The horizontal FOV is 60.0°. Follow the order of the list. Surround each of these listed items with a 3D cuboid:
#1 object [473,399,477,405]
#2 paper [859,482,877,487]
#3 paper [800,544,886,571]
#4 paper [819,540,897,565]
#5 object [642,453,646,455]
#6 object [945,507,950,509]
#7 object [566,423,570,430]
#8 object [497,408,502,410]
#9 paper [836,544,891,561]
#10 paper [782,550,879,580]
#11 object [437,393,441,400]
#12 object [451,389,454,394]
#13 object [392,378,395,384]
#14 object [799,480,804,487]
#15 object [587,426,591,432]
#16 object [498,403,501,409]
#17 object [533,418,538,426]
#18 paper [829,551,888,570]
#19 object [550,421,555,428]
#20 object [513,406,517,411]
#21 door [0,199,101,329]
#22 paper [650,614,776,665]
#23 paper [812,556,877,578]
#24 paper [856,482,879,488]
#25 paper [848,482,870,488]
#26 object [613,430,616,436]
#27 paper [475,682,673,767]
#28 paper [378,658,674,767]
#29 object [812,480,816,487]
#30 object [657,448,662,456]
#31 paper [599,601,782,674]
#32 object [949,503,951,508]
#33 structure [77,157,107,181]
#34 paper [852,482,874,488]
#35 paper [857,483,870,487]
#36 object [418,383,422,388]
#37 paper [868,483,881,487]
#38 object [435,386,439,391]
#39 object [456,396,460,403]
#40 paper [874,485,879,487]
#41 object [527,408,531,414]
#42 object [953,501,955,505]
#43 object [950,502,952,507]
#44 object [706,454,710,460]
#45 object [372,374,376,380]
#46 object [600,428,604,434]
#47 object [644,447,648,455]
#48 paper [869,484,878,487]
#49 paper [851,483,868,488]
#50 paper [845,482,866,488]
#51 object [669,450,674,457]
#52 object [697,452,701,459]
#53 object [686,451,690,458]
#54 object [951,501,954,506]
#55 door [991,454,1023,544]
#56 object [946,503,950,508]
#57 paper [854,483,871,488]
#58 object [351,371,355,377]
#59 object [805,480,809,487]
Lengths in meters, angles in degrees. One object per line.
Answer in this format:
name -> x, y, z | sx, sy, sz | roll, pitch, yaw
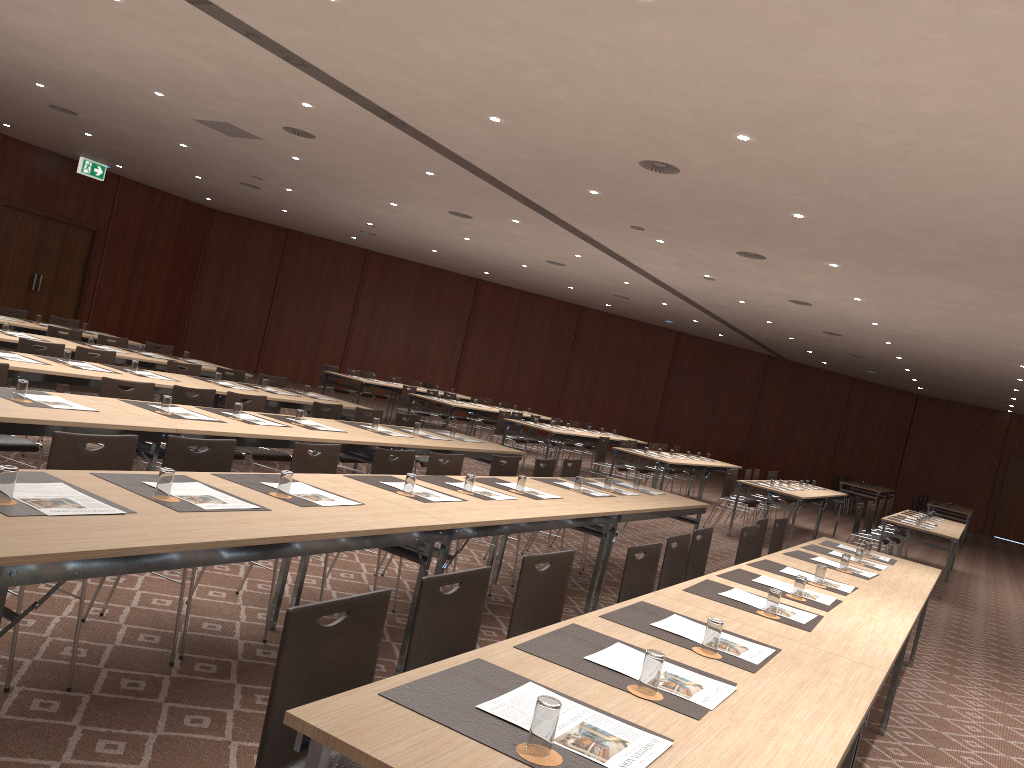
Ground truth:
object -> -0.700, 0.350, 16.985 | 0.054, 0.114, 0.054 | 14, 1, 17
paper -> 9.955, 2.804, 24.715 | 0.565, 0.003, 0.460 | 14, 1, 27
paper -> 2.495, 1.297, 6.649 | 0.565, 0.003, 0.461 | 14, 1, 30
paper -> 2.805, 1.363, 7.181 | 0.565, 0.003, 0.460 | 14, 1, 28
object -> 2.080, 1.101, 13.936 | 0.102, 0.001, 0.102 | 13, 1, 17
object -> 10.301, 2.933, 20.968 | 0.102, 0.001, 0.101 | 13, 1, -28
object -> 1.009, 0.763, 16.023 | 0.054, 0.114, 0.054 | 14, 1, 17
object -> -0.251, 0.502, 17.829 | 0.102, 0.001, 0.102 | 13, 1, 17
paper -> 2.864, 1.372, 7.221 | 0.397, 0.006, 0.284 | 14, 1, 28
paper -> 2.179, 1.231, 6.053 | 0.565, 0.003, 0.461 | 14, 1, 32
object -> -1.306, 0.223, 15.837 | 0.054, 0.114, 0.054 | 14, 1, 17
object -> -1.338, 0.160, 19.941 | 0.054, 0.114, 0.054 | 13, 1, -5
object -> -2.399, -0.061, 17.946 | 0.054, 0.114, 0.054 | 14, 1, 17
object -> 4.879, 1.684, 14.958 | 0.054, 0.114, 0.054 | 13, 1, -5
object -> 1.469, 0.859, 16.877 | 0.054, 0.114, 0.054 | 13, 1, -5
object -> -0.247, 0.444, 17.832 | 0.054, 0.114, 0.054 | 13, 1, -5
object -> 0.398, 0.635, 14.881 | 0.054, 0.114, 0.054 | 14, 1, 17
paper -> 2.588, 1.315, 6.632 | 0.397, 0.006, 0.284 | 14, 1, 29
object -> 0.705, 0.699, 15.451 | 0.054, 0.114, 0.054 | 14, 1, 17
object -> 0.057, 0.508, 18.407 | 0.054, 0.114, 0.054 | 13, 1, -5
door -> -10.502, -2.452, 19.626 | 0.200, 2.700, 2.425 | 14, 1, 29
paper -> 0.735, 0.926, 3.239 | 0.397, 0.006, 0.284 | 14, 1, 29
paper -> 2.266, 1.247, 6.057 | 0.397, 0.006, 0.284 | 14, 1, 32
paper -> 9.666, 2.745, 24.103 | 0.565, 0.003, 0.461 | 14, 1, 30
paper -> 8.898, 2.584, 22.683 | 0.565, 0.003, 0.461 | 14, 1, 30
object -> 2.079, 0.987, 18.008 | 0.054, 0.114, 0.054 | 13, 1, -5
paper -> 0.151, 0.805, 2.091 | 0.397, 0.006, 0.284 | 14, 1, 28
paper -> 0.045, 0.784, 2.081 | 0.565, 0.003, 0.460 | 14, 1, 28
object -> 5.484, 1.811, 16.107 | 0.054, 0.114, 0.054 | 13, 1, -5
object -> 2.409, 1.111, 14.489 | 0.054, 0.114, 0.054 | 14, 1, 17
paper -> 0.660, 0.913, 3.244 | 0.565, 0.003, 0.460 | 14, 1, 28
object -> 10.628, 2.944, 21.550 | 0.054, 0.114, 0.054 | 13, 1, -28
structure -> -9.132, -4.674, 19.281 | 0.105, 0.346, 0.587 | 14, 1, 29
paper -> 9.202, 2.647, 23.264 | 0.565, 0.003, 0.461 | 14, 1, 30
paper -> 9.275, 2.660, 23.283 | 0.397, 0.006, 0.284 | 14, 1, 29
object -> -1.947, 0.033, 18.799 | 0.054, 0.114, 0.054 | 13, 1, -5
paper -> 10.327, 2.880, 25.279 | 0.397, 0.006, 0.284 | 14, 1, 27
object -> -1.638, 0.098, 19.374 | 0.054, 0.114, 0.054 | 13, 1, -5
object -> -1.004, 0.286, 16.426 | 0.054, 0.114, 0.054 | 14, 1, 17
paper -> 10.272, 2.871, 25.276 | 0.565, 0.003, 0.460 | 14, 1, 28
object -> 0.366, 0.573, 18.975 | 0.054, 0.114, 0.054 | 13, 1, -5
object -> 11.995, 3.229, 24.114 | 0.054, 0.114, 0.054 | 13, 1, -5
object -> 10.933, 3.007, 22.118 | 0.054, 0.114, 0.054 | 13, 1, -28
object -> 3.776, 1.398, 17.056 | 0.054, 0.114, 0.054 | 13, 1, -5
object -> -2.711, -0.127, 17.385 | 0.054, 0.114, 0.054 | 14, 1, 17
object -> 1.768, 0.922, 17.440 | 0.054, 0.114, 0.054 | 13, 1, -5
object -> 2.105, 1.048, 13.928 | 0.054, 0.114, 0.054 | 14, 1, 17
paper -> 10.041, 2.820, 24.708 | 0.397, 0.006, 0.284 | 14, 1, 28
paper -> 8.661, 2.531, 22.142 | 0.397, 0.006, 0.284 | 14, 1, 30
paper -> 8.602, 2.522, 22.101 | 0.565, 0.003, 0.461 | 14, 1, 30
object -> 2.714, 1.175, 15.070 | 0.054, 0.114, 0.054 | 14, 1, 17
object -> 3.469, 1.333, 16.490 | 0.054, 0.114, 0.054 | 13, 1, -5
object -> 3.163, 1.269, 15.919 | 0.054, 0.114, 0.054 | 13, 1, -5
object -> 11.399, 3.105, 22.973 | 0.054, 0.114, 0.054 | 13, 1, -5
door -> 16.697, 3.813, 27.835 | 2.420, 2.700, 0.200 | 14, 1, 29
object -> 10.317, 2.878, 20.983 | 0.054, 0.114, 0.054 | 13, 1, -28
paper -> 8.972, 2.597, 22.701 | 0.397, 0.006, 0.284 | 14, 1, 28
object -> -3.015, -0.191, 16.802 | 0.054, 0.114, 0.054 | 14, 1, 17
object -> 5.166, 1.744, 15.531 | 0.054, 0.114, 0.054 | 13, 1, -5
